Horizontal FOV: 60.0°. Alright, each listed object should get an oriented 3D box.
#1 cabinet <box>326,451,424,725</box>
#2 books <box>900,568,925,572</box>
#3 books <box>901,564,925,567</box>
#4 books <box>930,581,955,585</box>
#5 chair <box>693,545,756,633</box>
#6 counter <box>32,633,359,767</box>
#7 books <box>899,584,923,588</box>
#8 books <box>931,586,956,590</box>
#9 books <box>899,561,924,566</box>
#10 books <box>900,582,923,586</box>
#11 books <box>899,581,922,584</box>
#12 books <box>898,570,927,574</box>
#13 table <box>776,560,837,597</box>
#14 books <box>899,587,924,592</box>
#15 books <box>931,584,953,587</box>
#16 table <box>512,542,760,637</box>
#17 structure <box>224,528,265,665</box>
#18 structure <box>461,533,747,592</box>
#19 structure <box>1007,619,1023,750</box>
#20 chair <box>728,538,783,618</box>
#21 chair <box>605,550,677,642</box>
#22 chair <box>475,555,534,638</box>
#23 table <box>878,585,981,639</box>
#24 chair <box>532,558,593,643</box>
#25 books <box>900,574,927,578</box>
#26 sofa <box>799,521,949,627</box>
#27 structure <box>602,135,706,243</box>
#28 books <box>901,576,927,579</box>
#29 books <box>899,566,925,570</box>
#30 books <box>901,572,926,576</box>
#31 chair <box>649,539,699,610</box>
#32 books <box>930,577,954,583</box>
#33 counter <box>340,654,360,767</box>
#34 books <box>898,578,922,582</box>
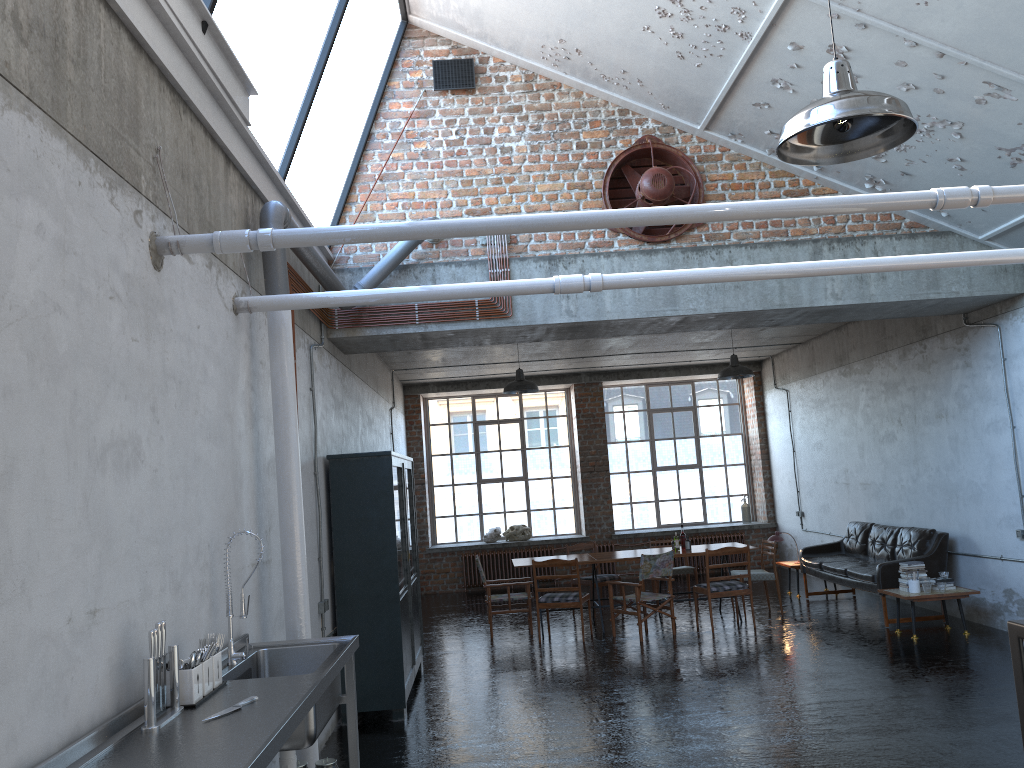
[{"bbox_3d":[-1.294,1.872,8.812,0.572,2.297,2.386,-4,-6,-2],"label":"cabinet"},{"bbox_3d":[4.401,2.041,9.764,0.231,0.023,0.162,-6,-6,13],"label":"books"},{"bbox_3d":[4.411,1.997,9.769,0.205,0.020,0.155,-4,-6,-2],"label":"books"},{"bbox_3d":[4.689,2.172,9.708,0.243,0.024,0.175,-3,-6,-6],"label":"books"},{"bbox_3d":[2.572,2.490,10.826,0.573,1.028,0.509,-3,-6,-13],"label":"chair"},{"bbox_3d":[-1.101,1.538,3.660,0.625,0.644,2.435,-4,-6,-2],"label":"counter"},{"bbox_3d":[4.414,2.210,9.732,0.249,0.023,0.175,-3,-6,-7],"label":"books"},{"bbox_3d":[4.689,2.223,9.696,0.179,0.034,0.243,-2,-7,-19],"label":"books"},{"bbox_3d":[4.404,1.977,9.780,0.201,0.024,0.159,-3,-6,-12],"label":"books"},{"bbox_3d":[4.412,2.187,9.735,0.249,0.023,0.175,-4,-6,-2],"label":"books"},{"bbox_3d":[4.420,2.169,9.752,0.255,0.014,0.192,-4,-6,1],"label":"books"},{"bbox_3d":[4.411,2.061,9.762,0.244,0.019,0.174,-4,-6,-2],"label":"books"},{"bbox_3d":[4.417,2.857,13.080,0.811,0.458,0.649,-4,-6,-2],"label":"table"},{"bbox_3d":[4.414,2.242,9.730,0.248,0.043,0.192,-4,-6,-2],"label":"books"},{"bbox_3d":[4.678,2.196,9.704,0.166,0.024,0.227,-1,-7,-23],"label":"books"},{"bbox_3d":[1.596,2.691,11.636,3.112,0.917,1.067,-4,-6,-2],"label":"table"},{"bbox_3d":[-1.326,1.052,4.423,0.210,0.661,0.039,-4,-6,-2],"label":"structure"},{"bbox_3d":[1.724,3.293,16.381,5.349,0.713,0.232,-4,-6,-2],"label":"structure"},{"bbox_3d":[2.900,1.593,2.071,0.119,1.221,5.500,-4,-6,-2],"label":"structure"},{"bbox_3d":[3.204,2.554,11.674,0.577,0.971,0.589,-4,-6,-2],"label":"chair"},{"bbox_3d":[1.574,2.529,10.656,0.574,1.031,0.713,0,-7,-32],"label":"chair"},{"bbox_3d":[-0.086,2.745,11.538,0.713,1.031,0.574,-4,-6,-2],"label":"chair"},{"bbox_3d":[4.527,2.469,9.609,0.811,0.458,0.649,-4,-6,-2],"label":"table"},{"bbox_3d":[0.622,2.634,10.865,0.573,1.028,0.509,-6,-7,17],"label":"chair"},{"bbox_3d":[4.421,2.103,9.762,0.224,0.021,0.158,-4,-6,-2],"label":"books"},{"bbox_3d":[4.578,2.355,11.404,0.929,1.045,2.610,-4,-6,-2],"label":"sofa"},{"bbox_3d":[1.379,-1.923,8.816,1.058,1.096,0.808,-4,-6,-2],"label":"structure"},{"bbox_3d":[4.423,2.123,9.755,0.221,0.023,0.147,-4,-6,-3],"label":"books"},{"bbox_3d":[4.413,2.019,9.777,0.209,0.023,0.167,-3,-6,-8],"label":"books"},{"bbox_3d":[4.418,2.081,9.759,0.205,0.022,0.155,-3,-6,-7],"label":"books"},{"bbox_3d":[2.330,2.746,12.852,0.589,0.971,0.577,-4,-6,-2],"label":"chair"},{"bbox_3d":[4.678,2.145,9.705,0.225,0.029,0.179,-3,-6,-10],"label":"books"},{"bbox_3d":[-1.068,1.869,3.625,0.589,1.160,2.374,-4,-6,-2],"label":"counter"},{"bbox_3d":[4.417,2.148,9.756,0.245,0.028,0.193,-3,-6,-7],"label":"books"}]
